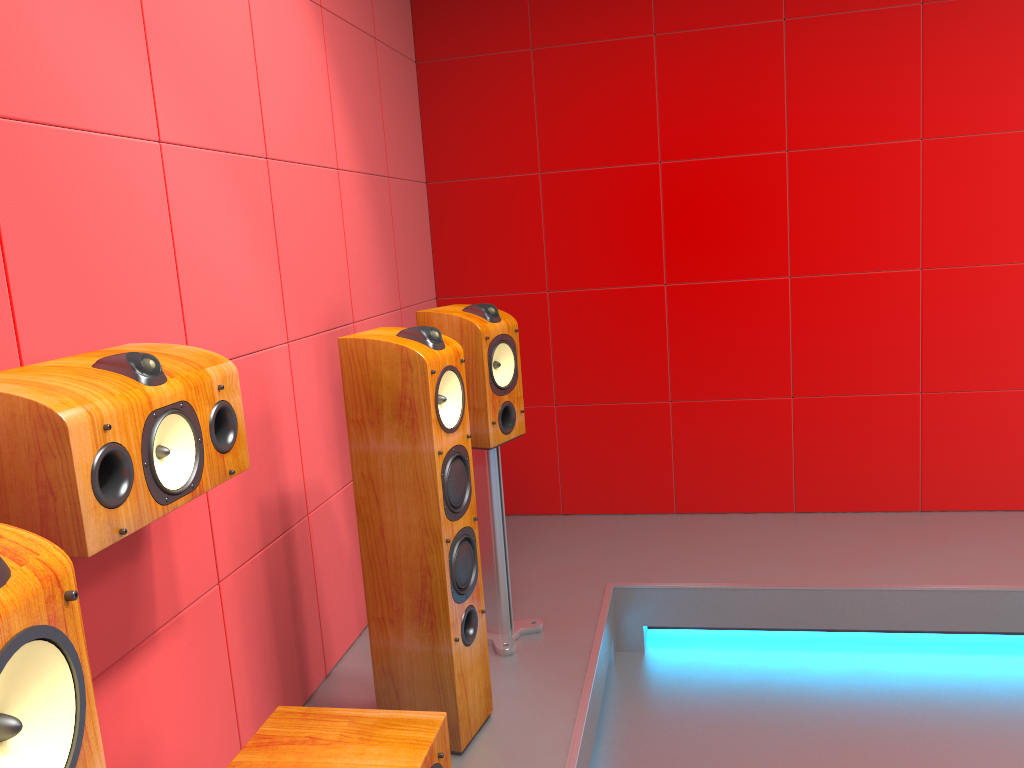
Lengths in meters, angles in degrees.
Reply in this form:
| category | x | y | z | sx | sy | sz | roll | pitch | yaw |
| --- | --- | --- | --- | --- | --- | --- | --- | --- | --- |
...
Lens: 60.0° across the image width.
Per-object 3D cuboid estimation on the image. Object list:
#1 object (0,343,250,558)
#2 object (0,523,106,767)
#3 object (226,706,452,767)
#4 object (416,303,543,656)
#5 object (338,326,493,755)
| category | x | y | z | sx | sy | sz | roll | pitch | yaw |
| --- | --- | --- | --- | --- | --- | --- | --- | --- | --- |
| object | -0.687 | 0.081 | 1.527 | 0.235 | 0.271 | 0.493 | -2 | 10 | 12 |
| object | -0.486 | 0.635 | 0.800 | 0.238 | 1.052 | 0.203 | -4 | 9 | 2 |
| object | -0.312 | 0.842 | 1.590 | 0.360 | 0.360 | 0.360 | -2 | 10 | 12 |
| object | -0.099 | 0.280 | 2.745 | 0.265 | 1.058 | 0.231 | 2 | 11 | 31 |
| object | -0.226 | 0.380 | 2.220 | 0.238 | 1.052 | 0.203 | 0 | 10 | 21 |
